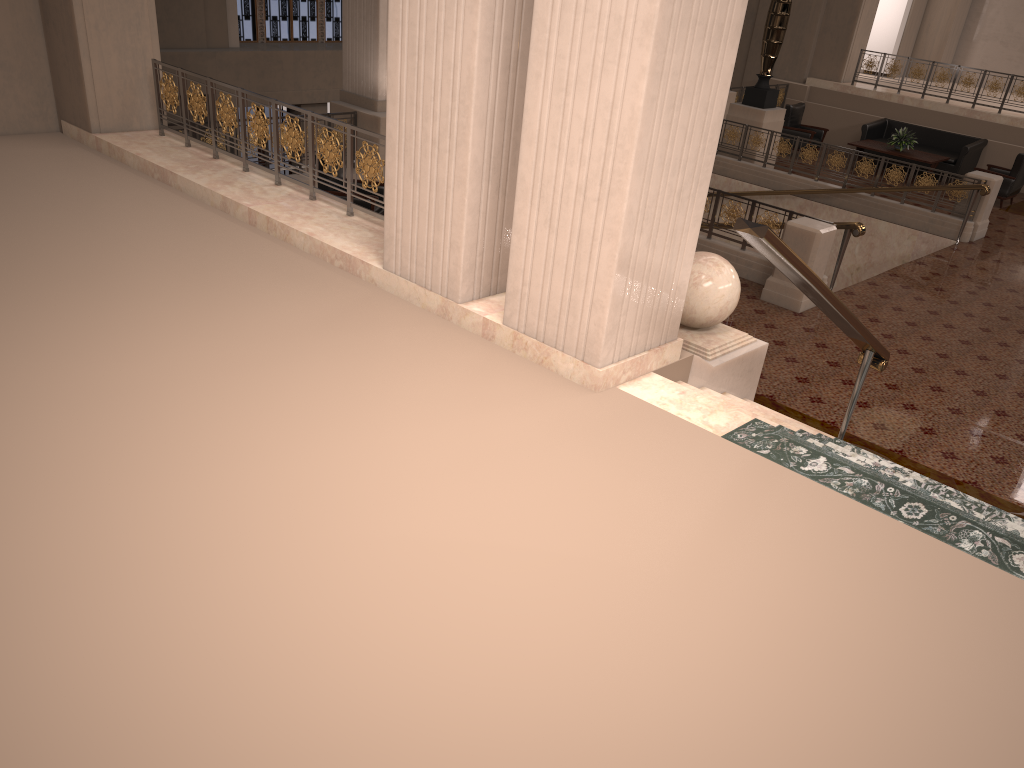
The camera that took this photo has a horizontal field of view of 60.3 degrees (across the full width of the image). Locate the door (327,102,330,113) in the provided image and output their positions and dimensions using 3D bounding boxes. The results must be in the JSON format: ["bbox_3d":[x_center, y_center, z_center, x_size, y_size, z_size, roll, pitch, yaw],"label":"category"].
[{"bbox_3d":[-3.488,-4.668,18.730,1.458,2.864,0.151,-22,40,-40],"label":"door"}]

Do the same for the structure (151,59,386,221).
[{"bbox_3d":[-1.796,-1.832,6.700,3.596,0.658,0.031,27,36,35],"label":"structure"}]

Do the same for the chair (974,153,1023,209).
[{"bbox_3d":[7.759,-3.297,13.957,0.698,0.888,0.633,29,36,35],"label":"chair"}]

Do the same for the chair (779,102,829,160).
[{"bbox_3d":[5.199,-4.518,15.760,0.701,0.888,0.630,26,35,31],"label":"chair"}]

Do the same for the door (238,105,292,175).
[{"bbox_3d":[-4.936,-4.144,17.387,1.458,2.864,0.151,-22,40,-40],"label":"door"}]

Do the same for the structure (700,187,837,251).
[{"bbox_3d":[1.465,-2.248,10.274,4.803,0.566,0.077,28,36,35],"label":"structure"}]

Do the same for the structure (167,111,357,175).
[{"bbox_3d":[-2.753,-2.622,9.807,2.480,0.688,0.031,-20,39,-41],"label":"structure"}]

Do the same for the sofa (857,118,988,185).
[{"bbox_3d":[7.194,-4.131,15.608,1.871,0.744,0.855,28,35,35],"label":"sofa"}]

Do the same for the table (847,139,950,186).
[{"bbox_3d":[6.546,-3.779,15.086,1.436,0.459,0.820,28,35,35],"label":"table"}]

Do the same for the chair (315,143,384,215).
[{"bbox_3d":[-1.687,-2.026,9.368,0.716,0.888,0.617,9,29,5],"label":"chair"}]

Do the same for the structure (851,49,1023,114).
[{"bbox_3d":[7.813,-5.306,15.614,3.596,0.658,0.031,27,36,35],"label":"structure"}]

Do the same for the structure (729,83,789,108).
[{"bbox_3d":[4.489,-5.241,16.525,2.480,0.688,0.031,-20,39,-41],"label":"structure"}]

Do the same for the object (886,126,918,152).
[{"bbox_3d":[6.585,-4.139,14.853,0.501,0.396,0.500,-2,29,-14],"label":"object"}]

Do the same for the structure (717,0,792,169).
[{"bbox_3d":[3.993,-4.854,13.898,0.682,2.932,0.684,30,38,35],"label":"structure"}]

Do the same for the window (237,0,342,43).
[{"bbox_3d":[-4.026,-9.069,15.730,2.921,5.634,0.067,-22,40,-40],"label":"window"}]

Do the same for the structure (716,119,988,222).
[{"bbox_3d":[4.401,-3.309,12.997,4.808,0.566,0.077,27,36,34],"label":"structure"}]
